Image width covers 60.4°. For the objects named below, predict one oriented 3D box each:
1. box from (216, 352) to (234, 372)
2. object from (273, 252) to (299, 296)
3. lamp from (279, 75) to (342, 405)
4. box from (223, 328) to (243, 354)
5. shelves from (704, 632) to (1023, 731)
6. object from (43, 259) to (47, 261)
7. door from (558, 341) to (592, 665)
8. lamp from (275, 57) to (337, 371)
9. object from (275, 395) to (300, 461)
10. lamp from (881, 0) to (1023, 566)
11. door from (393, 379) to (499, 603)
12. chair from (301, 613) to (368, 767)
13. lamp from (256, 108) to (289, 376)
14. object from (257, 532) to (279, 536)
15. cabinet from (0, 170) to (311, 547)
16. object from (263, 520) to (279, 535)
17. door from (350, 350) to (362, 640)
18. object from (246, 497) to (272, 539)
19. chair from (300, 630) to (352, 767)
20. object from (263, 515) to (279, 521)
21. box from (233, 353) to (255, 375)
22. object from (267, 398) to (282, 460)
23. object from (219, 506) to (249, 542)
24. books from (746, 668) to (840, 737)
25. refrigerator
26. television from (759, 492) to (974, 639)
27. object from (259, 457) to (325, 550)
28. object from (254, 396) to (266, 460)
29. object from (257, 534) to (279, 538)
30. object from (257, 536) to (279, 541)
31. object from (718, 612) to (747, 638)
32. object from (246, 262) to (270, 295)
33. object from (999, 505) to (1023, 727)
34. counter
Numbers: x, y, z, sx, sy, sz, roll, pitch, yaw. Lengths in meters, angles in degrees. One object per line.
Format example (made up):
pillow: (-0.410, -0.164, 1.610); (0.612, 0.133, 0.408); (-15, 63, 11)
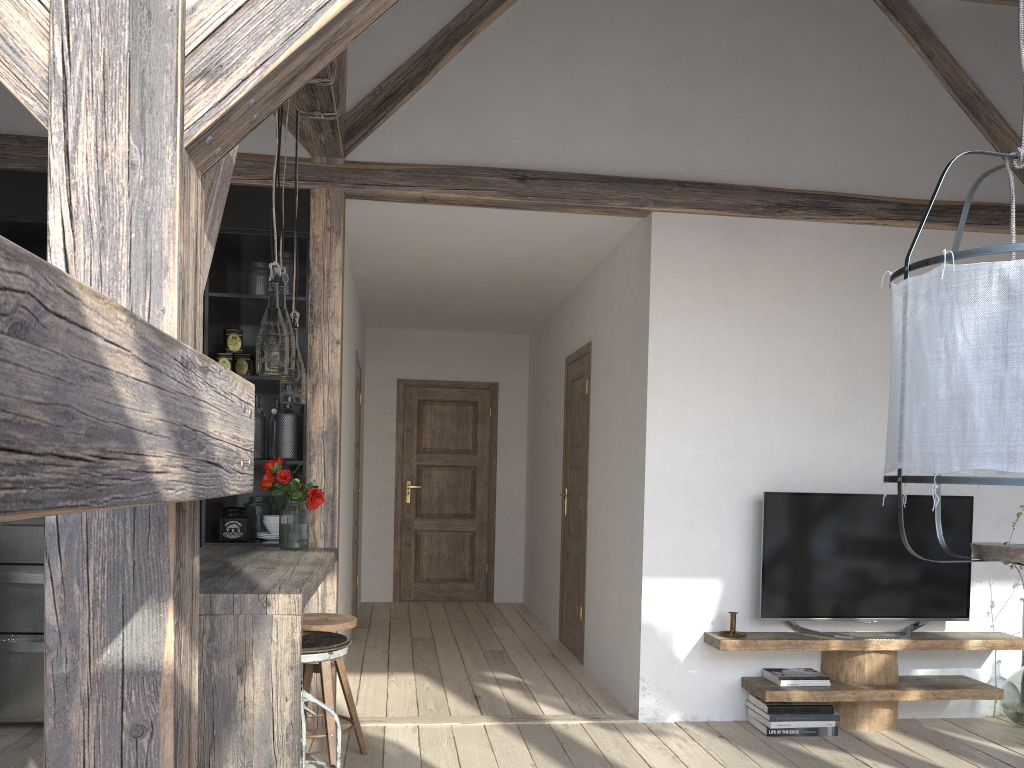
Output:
box: (-1.356, -0.088, 4.166); (0.083, 0.113, 0.083); (1, -1, -7)
object: (-1.061, -0.504, 4.112); (0.125, 0.206, 0.125); (1, -1, -3)
lamp: (-0.815, -0.588, 3.553); (0.226, 1.341, 0.109); (1, 1, -5)
box: (-1.318, -0.200, 4.156); (0.083, 0.113, 0.083); (2, -1, -27)
shelves: (1.762, 1.472, 4.335); (1.603, 0.451, 0.331); (2, -1, -7)
object: (-2.226, -0.524, 4.022); (0.208, 0.174, 0.187); (-1, -3, 33)
door: (0.424, 0.804, 6.001); (0.082, 2.070, 0.841); (1, 0, -7)
lamp: (-0.780, -0.671, 3.241); (0.239, 1.238, 0.108); (1, 1, 5)
object: (-1.060, 0.187, 4.156); (0.108, 0.350, 0.109); (2, 1, 23)
lamp: (0.870, -0.635, 1.496); (0.407, 1.895, 0.400); (2, 1, 34)
door: (-0.615, 1.003, 8.179); (0.941, 2.070, 0.081); (1, 1, -7)
chair: (-0.804, 1.264, 3.625); (0.341, 0.595, 0.341); (1, 0, 13)
lamp: (-0.735, -0.674, 2.955); (0.225, 1.288, 0.108); (1, 1, -5)
object: (-1.118, 0.730, 4.241); (0.215, 0.024, 0.215); (7, -8, -44)
cabinet: (-1.764, 0.154, 2.278); (2.093, 2.501, 4.231); (2, -4, -7)
object: (-1.118, 0.697, 4.240); (0.162, 0.085, 0.163); (1, -4, 6)
door: (-1.179, 0.834, 6.654); (0.082, 2.070, 0.841); (1, 0, -7)
object: (-1.255, 0.662, 4.362); (0.125, 0.206, 0.125); (2, -1, -21)
chair: (-0.734, 1.184, 3.012); (0.353, 0.636, 0.354); (1, 0, 26)
object: (-1.117, 0.679, 4.240); (0.162, 0.085, 0.163); (1, -4, 6)
box: (-1.269, -0.085, 4.174); (0.083, 0.113, 0.083); (1, -1, 3)
object: (-1.145, 0.222, 4.278); (0.086, 0.302, 0.086); (2, 1, 39)
object: (-1.319, 0.662, 4.172); (0.134, 0.165, 0.134); (2, -2, -17)
books: (1.364, 1.547, 4.286); (0.360, 0.264, 0.291); (2, -3, -7)
refrigerator: (-1.966, 0.627, 4.300); (0.943, 1.921, 0.851); (1, 0, -7)
television: (1.759, 0.897, 4.365); (1.103, 0.706, 0.206); (2, 1, -7)
object: (-0.987, 0.539, 3.974); (0.311, 0.415, 0.252); (1, -1, 26)
object: (-1.206, 0.208, 4.154); (0.086, 0.302, 0.086); (1, 1, -16)
object: (-1.118, 0.737, 4.241); (0.215, 0.024, 0.215); (6, -7, -39)
object: (-1.119, 0.745, 4.242); (0.215, 0.024, 0.215); (-4, -8, 40)
object: (1.076, 1.169, 4.283); (0.140, 0.112, 0.140); (3, -3, -25)
object: (-1.196, -0.483, 4.185); (0.126, 0.172, 0.126); (1, -1, 32)
object: (2.734, 1.173, 4.468); (0.516, 1.120, 0.274); (1, 1, -21)
counter: (-1.687, 0.965, 2.105); (2.242, 0.850, 3.828); (2, -6, -7)
